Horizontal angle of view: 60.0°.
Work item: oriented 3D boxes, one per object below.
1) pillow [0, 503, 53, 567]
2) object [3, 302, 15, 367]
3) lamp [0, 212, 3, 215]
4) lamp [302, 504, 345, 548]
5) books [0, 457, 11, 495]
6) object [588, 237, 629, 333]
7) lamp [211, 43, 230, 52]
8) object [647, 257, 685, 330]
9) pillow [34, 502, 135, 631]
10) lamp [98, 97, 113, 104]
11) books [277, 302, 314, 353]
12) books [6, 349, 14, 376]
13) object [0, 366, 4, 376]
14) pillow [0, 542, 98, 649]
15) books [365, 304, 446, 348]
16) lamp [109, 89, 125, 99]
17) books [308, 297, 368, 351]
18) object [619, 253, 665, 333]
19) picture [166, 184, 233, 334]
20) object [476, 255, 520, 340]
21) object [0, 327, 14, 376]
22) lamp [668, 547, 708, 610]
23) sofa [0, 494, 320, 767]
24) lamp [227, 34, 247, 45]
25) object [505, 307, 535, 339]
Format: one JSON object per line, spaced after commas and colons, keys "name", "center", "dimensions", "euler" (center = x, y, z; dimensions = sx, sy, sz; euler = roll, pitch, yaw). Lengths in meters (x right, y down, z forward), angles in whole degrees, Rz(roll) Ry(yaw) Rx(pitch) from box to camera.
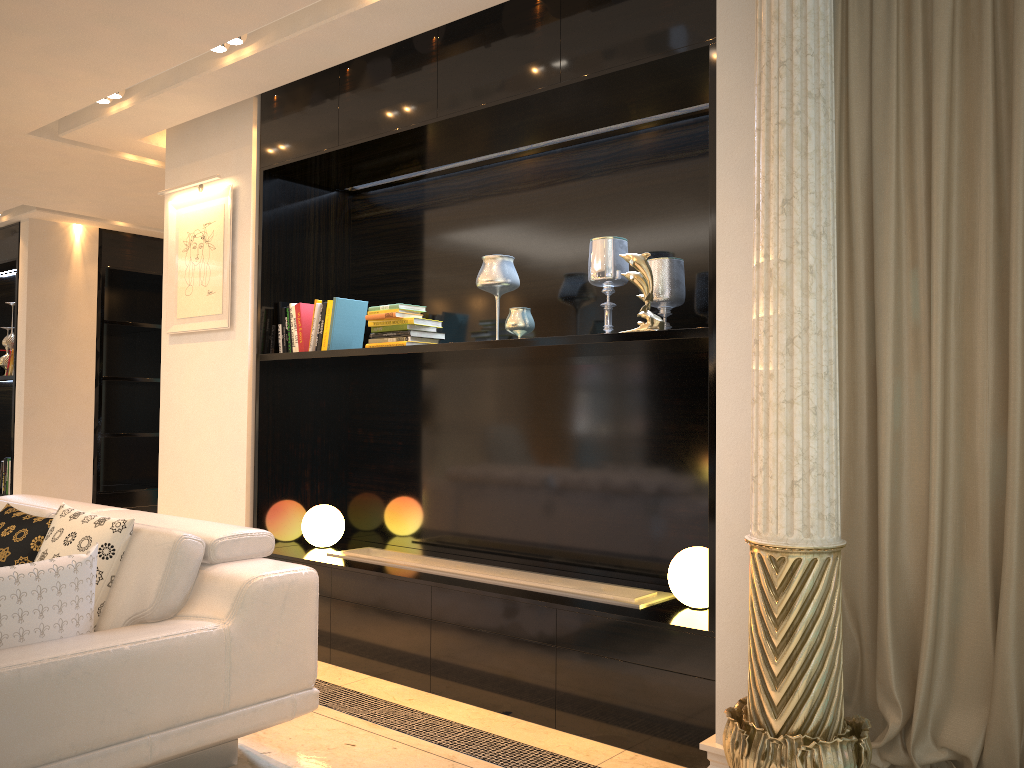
{"name": "pillow", "center": [-1.856, 0.629, 3.145], "dimensions": [0.524, 0.355, 0.323], "euler": [-1, -3, 40]}
{"name": "object", "center": [-4.152, -0.368, 7.361], "dimensions": [0.121, 0.612, 0.121], "euler": [-1, -2, 35]}
{"name": "lamp", "center": [-4.097, -1.403, 7.041], "dimensions": [0.107, 0.127, 0.107], "euler": [0, -2, 21]}
{"name": "lamp", "center": [-0.949, 0.713, 4.459], "dimensions": [0.212, 0.214, 0.213], "euler": [1, -2, -11]}
{"name": "books", "center": [-4.033, 0.740, 7.224], "dimensions": [0.345, 0.296, 0.222], "euler": [-1, -2, 39]}
{"name": "object", "center": [0.382, -0.359, 3.518], "dimensions": [0.156, 0.426, 0.156], "euler": [-1, -3, 45]}
{"name": "lamp", "center": [-1.258, -1.487, 3.790], "dimensions": [0.107, 0.127, 0.107], "euler": [2, -2, -39]}
{"name": "object", "center": [0.577, -0.308, 3.347], "dimensions": [0.147, 0.317, 0.147], "euler": [-1, -3, 42]}
{"name": "pillow", "center": [-1.476, 0.609, 2.888], "dimensions": [0.526, 0.399, 0.255], "euler": [-1, -2, 39]}
{"name": "lamp", "center": [-2.053, -1.472, 4.444], "dimensions": [0.107, 0.127, 0.107], "euler": [2, -2, -39]}
{"name": "books", "center": [-1.027, -0.275, 4.436], "dimensions": [0.240, 0.270, 0.208], "euler": [-1, -2, 39]}
{"name": "books", "center": [-3.994, -0.181, 7.246], "dimensions": [0.290, 0.238, 0.189], "euler": [-1, -2, 38]}
{"name": "object", "center": [-4.475, -0.139, 7.620], "dimensions": [0.375, 0.177, 0.193], "euler": [-1, -3, 40]}
{"name": "pillow", "center": [-1.414, 0.625, 2.507], "dimensions": [0.521, 0.325, 0.281], "euler": [2, -3, -41]}
{"name": "books", "center": [-0.488, -0.250, 4.027], "dimensions": [0.296, 0.197, 0.260], "euler": [-1, -3, 42]}
{"name": "lamp", "center": [-1.964, -1.474, 4.371], "dimensions": [0.107, 0.127, 0.107], "euler": [2, -2, -39]}
{"name": "books", "center": [-0.846, -0.274, 4.292], "dimensions": [0.210, 0.261, 0.212], "euler": [-1, -2, 39]}
{"name": "object", "center": [0.453, -0.318, 3.130], "dimensions": [0.182, 0.293, 0.116], "euler": [-1, -2, 37]}
{"name": "picture", "center": [-1.643, -0.639, 4.664], "dimensions": [0.610, 0.729, 0.027], "euler": [-1, -2, 39]}
{"name": "object", "center": [-0.060, -0.345, 3.751], "dimensions": [0.181, 0.381, 0.181], "euler": [-1, -2, 34]}
{"name": "object", "center": [-4.253, -0.267, 7.475], "dimensions": [0.121, 0.416, 0.121], "euler": [-1, -2, 35]}
{"name": "lamp", "center": [0.659, 0.683, 3.135], "dimensions": [0.213, 0.214, 0.212], "euler": [1, -2, 0]}
{"name": "sofa", "center": [-1.840, 0.832, 3.064], "dimensions": [2.328, 0.754, 1.145], "euler": [-1, -2, 39]}
{"name": "lamp", "center": [-1.163, -1.489, 3.712], "dimensions": [0.107, 0.127, 0.107], "euler": [0, -2, 21]}
{"name": "object", "center": [0.032, -0.234, 3.656], "dimensions": [0.119, 0.154, 0.119], "euler": [2, -3, -41]}
